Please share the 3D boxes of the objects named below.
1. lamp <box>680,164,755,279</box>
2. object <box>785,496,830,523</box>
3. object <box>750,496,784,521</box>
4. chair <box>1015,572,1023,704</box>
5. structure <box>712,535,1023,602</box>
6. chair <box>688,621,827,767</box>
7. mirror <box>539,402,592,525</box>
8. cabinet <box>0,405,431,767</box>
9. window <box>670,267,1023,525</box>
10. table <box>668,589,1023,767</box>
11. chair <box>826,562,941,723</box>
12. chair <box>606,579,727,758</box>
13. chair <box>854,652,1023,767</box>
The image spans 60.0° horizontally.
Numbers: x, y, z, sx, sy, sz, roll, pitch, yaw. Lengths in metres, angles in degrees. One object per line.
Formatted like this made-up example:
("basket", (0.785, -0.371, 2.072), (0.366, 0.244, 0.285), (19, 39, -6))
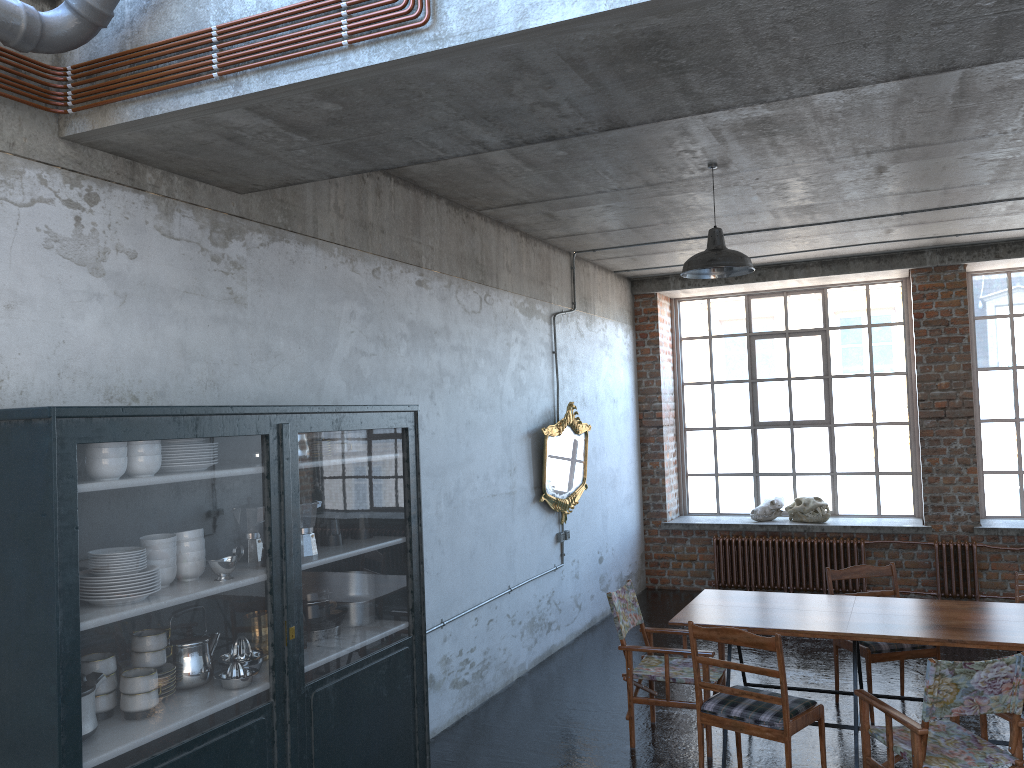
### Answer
("lamp", (1.397, -1.207, 6.120), (0.502, 0.891, 0.502), (-3, -2, 28))
("object", (3.510, 1.494, 10.606), (0.418, 0.305, 0.625), (-2, -2, -2))
("object", (3.128, 1.529, 10.847), (0.575, 0.281, 0.281), (0, -3, -39))
("chair", (3.821, 1.833, 6.127), (0.589, 0.971, 0.577), (-3, -2, 24))
("structure", (4.838, 2.043, 9.597), (5.349, 0.713, 0.232), (-3, -2, 24))
("chair", (1.413, 1.866, 5.091), (0.573, 1.028, 0.509), (-4, -3, 44))
("mirror", (0.544, 0.764, 8.570), (0.172, 1.182, 1.339), (-3, -2, 24))
("cabinet", (-1.226, 1.255, 4.027), (0.572, 2.297, 2.386), (-3, -2, 24))
("window", (9.144, 1.580, 8.947), (19.864, 12.900, 0.747), (-3, -2, 24))
("table", (2.627, 1.873, 5.357), (3.112, 0.917, 1.067), (-3, -2, 24))
("chair", (2.702, 1.870, 6.452), (0.573, 1.028, 0.509), (-2, -2, -11))
("chair", (1.074, 1.901, 6.013), (0.713, 1.031, 0.574), (-3, -2, 24))
("chair", (2.174, 1.802, 4.476), (0.574, 1.031, 0.713), (-2, -2, -6))
